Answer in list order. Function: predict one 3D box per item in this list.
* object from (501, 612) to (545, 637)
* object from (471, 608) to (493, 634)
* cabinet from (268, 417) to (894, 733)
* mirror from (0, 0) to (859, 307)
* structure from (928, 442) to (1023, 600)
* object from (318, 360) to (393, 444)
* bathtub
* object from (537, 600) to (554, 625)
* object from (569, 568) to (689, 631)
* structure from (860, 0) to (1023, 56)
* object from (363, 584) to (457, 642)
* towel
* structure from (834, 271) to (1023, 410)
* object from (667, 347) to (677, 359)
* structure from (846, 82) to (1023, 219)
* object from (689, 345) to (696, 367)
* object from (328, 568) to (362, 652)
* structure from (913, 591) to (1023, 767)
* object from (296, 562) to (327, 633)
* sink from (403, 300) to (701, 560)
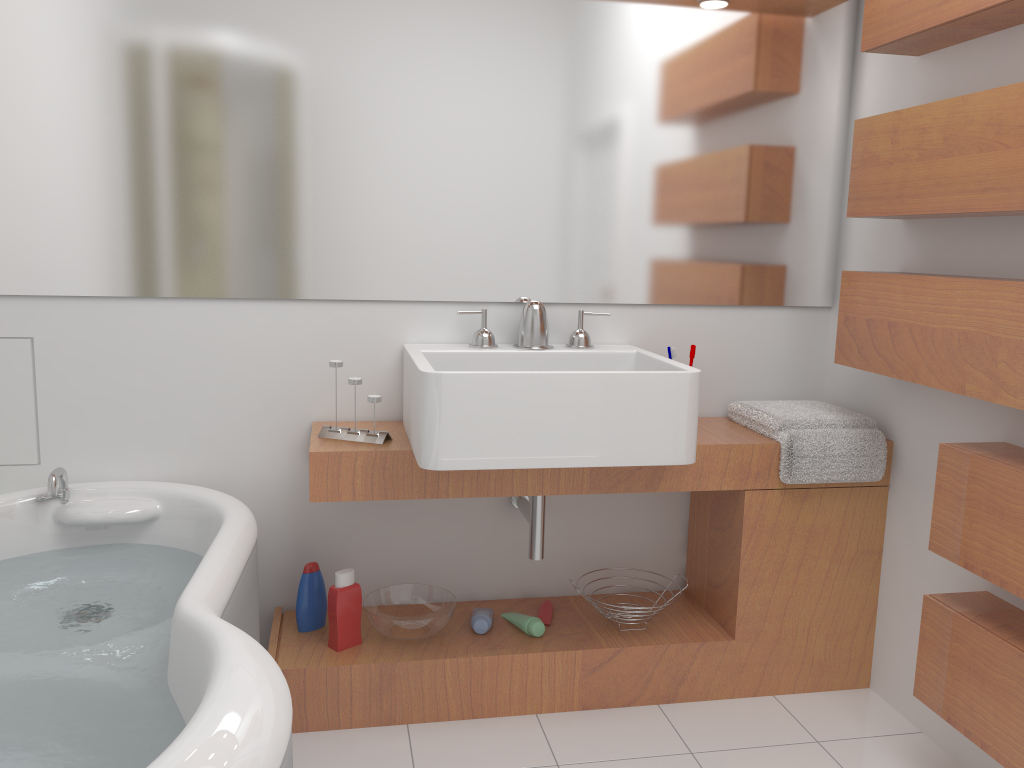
[{"bbox_3d":[0.030,0.643,2.438,0.059,0.052,0.187,-3,10,-27],"label":"object"},{"bbox_3d":[-0.082,0.637,2.454,0.059,0.052,0.187,2,9,0],"label":"object"},{"bbox_3d":[0.177,0.483,2.443,1.635,0.719,0.355,0,9,-11],"label":"cabinet"},{"bbox_3d":[-0.287,-0.667,2.352,2.600,0.887,0.022,0,9,-11],"label":"mirror"},{"bbox_3d":[1.058,0.283,1.783,0.165,0.245,0.417,0,9,-11],"label":"structure"},{"bbox_3d":[-0.392,0.039,2.217,0.182,0.203,0.059,5,10,19],"label":"object"},{"bbox_3d":[-0.889,0.636,1.494,1.055,0.674,1.863,0,9,-11],"label":"bathtub"},{"bbox_3d":[0.094,0.648,2.501,0.042,0.037,0.133,3,9,7],"label":"object"},{"bbox_3d":[0.322,0.604,2.463,0.291,0.126,0.291,8,11,36],"label":"object"},{"bbox_3d":[1.046,-0.890,1.817,0.165,0.245,0.860,0,9,-11],"label":"structure"},{"bbox_3d":[-0.272,0.621,2.362,0.245,0.090,0.245,-6,12,-39],"label":"object"},{"bbox_3d":[0.814,0.153,2.487,0.272,0.140,0.359,0,9,-11],"label":"towel"},{"bbox_3d":[1.025,-0.108,1.941,0.165,0.245,0.860,0,9,-11],"label":"structure"},{"bbox_3d":[0.461,0.011,2.463,0.070,0.228,0.016,4,9,14],"label":"object"},{"bbox_3d":[1.035,-0.485,1.881,0.165,0.245,0.860,0,9,-11],"label":"structure"},{"bbox_3d":[0.496,0.006,2.486,0.016,0.231,0.052,6,10,28],"label":"object"},{"bbox_3d":[-0.428,0.578,2.272,0.046,0.207,0.079,10,12,43],"label":"object"},{"bbox_3d":[1.048,0.629,1.838,0.165,0.245,0.417,0,9,-11],"label":"structure"},{"bbox_3d":[-0.535,0.568,2.369,0.092,0.190,0.044,-7,12,-44],"label":"object"},{"bbox_3d":[0.068,0.136,2.272,0.657,0.673,0.552,0,9,-11],"label":"sink"}]
